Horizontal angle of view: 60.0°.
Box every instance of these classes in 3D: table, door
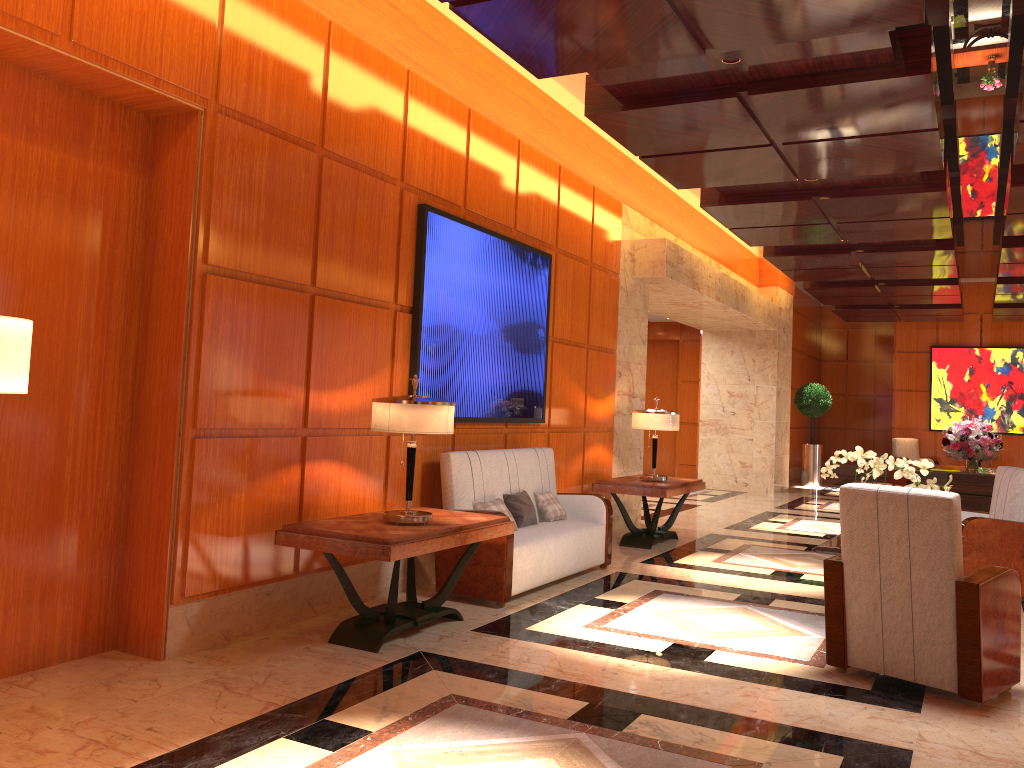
[{"bbox_3d":[1.346,1.239,8.628,0.726,0.608,1.267,1,-2,28],"label":"table"},{"bbox_3d":[2.489,1.281,5.780,0.722,0.497,1.556,1,-2,31],"label":"table"},{"bbox_3d":[-0.611,1.061,4.901,0.726,0.608,1.267,1,-2,28],"label":"table"},{"bbox_3d":[2.721,0.467,17.576,1.286,2.703,0.339,1,-4,28],"label":"door"},{"bbox_3d":[5.518,1.405,10.649,1.601,0.746,1.597,2,-2,28],"label":"table"},{"bbox_3d":[-2.085,-0.062,3.647,0.340,2.658,1.534,1,-4,28],"label":"door"}]

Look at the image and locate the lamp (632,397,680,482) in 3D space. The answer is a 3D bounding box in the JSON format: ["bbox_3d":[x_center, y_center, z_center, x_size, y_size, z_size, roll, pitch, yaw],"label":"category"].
[{"bbox_3d":[1.377,0.528,8.522,0.458,0.812,0.457,0,-4,37],"label":"lamp"}]

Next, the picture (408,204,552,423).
[{"bbox_3d":[-0.172,-0.434,6.742,0.056,1.455,1.992,1,-3,28],"label":"picture"}]

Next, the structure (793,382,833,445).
[{"bbox_3d":[5.734,0.817,16.917,0.721,1.717,0.720,2,-3,6],"label":"structure"}]

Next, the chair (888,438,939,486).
[{"bbox_3d":[7.951,1.566,17.569,0.737,0.963,0.627,3,-3,-13],"label":"chair"}]

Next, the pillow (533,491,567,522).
[{"bbox_3d":[0.299,0.951,6.847,0.202,0.230,0.273,1,-3,30],"label":"pillow"}]

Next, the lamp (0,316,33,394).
[{"bbox_3d":[-1.532,0.428,2.293,0.527,1.665,0.359,1,-4,18],"label":"lamp"}]

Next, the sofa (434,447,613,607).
[{"bbox_3d":[0.130,0.958,6.452,0.613,0.934,1.795,1,-2,28],"label":"sofa"}]

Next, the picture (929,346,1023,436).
[{"bbox_3d":[9.423,0.119,17.649,1.997,1.741,0.056,1,-4,28],"label":"picture"}]

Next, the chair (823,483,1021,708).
[{"bbox_3d":[2.008,0.981,4.373,0.627,0.963,0.737,5,-4,-43],"label":"chair"}]

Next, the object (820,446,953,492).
[{"bbox_3d":[2.410,0.718,5.738,0.788,0.619,0.416,2,-3,5],"label":"object"}]

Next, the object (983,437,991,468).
[{"bbox_3d":[8.168,1.172,15.232,0.326,0.597,0.350,5,-4,-42],"label":"object"}]

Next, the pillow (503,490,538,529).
[{"bbox_3d":[0.062,0.917,6.469,0.160,0.253,0.357,1,-3,24],"label":"pillow"}]

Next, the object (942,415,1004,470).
[{"bbox_3d":[5.543,0.701,10.676,0.650,0.660,0.678,2,-3,19],"label":"object"}]

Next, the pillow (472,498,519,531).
[{"bbox_3d":[-0.115,0.908,6.072,0.195,0.227,0.343,1,-3,33],"label":"pillow"}]

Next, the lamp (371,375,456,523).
[{"bbox_3d":[-0.549,0.345,4.855,0.458,0.796,0.458,3,-3,-10],"label":"lamp"}]

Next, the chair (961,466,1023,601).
[{"bbox_3d":[3.655,1.115,6.866,0.628,0.963,0.736,2,-3,7],"label":"chair"}]
